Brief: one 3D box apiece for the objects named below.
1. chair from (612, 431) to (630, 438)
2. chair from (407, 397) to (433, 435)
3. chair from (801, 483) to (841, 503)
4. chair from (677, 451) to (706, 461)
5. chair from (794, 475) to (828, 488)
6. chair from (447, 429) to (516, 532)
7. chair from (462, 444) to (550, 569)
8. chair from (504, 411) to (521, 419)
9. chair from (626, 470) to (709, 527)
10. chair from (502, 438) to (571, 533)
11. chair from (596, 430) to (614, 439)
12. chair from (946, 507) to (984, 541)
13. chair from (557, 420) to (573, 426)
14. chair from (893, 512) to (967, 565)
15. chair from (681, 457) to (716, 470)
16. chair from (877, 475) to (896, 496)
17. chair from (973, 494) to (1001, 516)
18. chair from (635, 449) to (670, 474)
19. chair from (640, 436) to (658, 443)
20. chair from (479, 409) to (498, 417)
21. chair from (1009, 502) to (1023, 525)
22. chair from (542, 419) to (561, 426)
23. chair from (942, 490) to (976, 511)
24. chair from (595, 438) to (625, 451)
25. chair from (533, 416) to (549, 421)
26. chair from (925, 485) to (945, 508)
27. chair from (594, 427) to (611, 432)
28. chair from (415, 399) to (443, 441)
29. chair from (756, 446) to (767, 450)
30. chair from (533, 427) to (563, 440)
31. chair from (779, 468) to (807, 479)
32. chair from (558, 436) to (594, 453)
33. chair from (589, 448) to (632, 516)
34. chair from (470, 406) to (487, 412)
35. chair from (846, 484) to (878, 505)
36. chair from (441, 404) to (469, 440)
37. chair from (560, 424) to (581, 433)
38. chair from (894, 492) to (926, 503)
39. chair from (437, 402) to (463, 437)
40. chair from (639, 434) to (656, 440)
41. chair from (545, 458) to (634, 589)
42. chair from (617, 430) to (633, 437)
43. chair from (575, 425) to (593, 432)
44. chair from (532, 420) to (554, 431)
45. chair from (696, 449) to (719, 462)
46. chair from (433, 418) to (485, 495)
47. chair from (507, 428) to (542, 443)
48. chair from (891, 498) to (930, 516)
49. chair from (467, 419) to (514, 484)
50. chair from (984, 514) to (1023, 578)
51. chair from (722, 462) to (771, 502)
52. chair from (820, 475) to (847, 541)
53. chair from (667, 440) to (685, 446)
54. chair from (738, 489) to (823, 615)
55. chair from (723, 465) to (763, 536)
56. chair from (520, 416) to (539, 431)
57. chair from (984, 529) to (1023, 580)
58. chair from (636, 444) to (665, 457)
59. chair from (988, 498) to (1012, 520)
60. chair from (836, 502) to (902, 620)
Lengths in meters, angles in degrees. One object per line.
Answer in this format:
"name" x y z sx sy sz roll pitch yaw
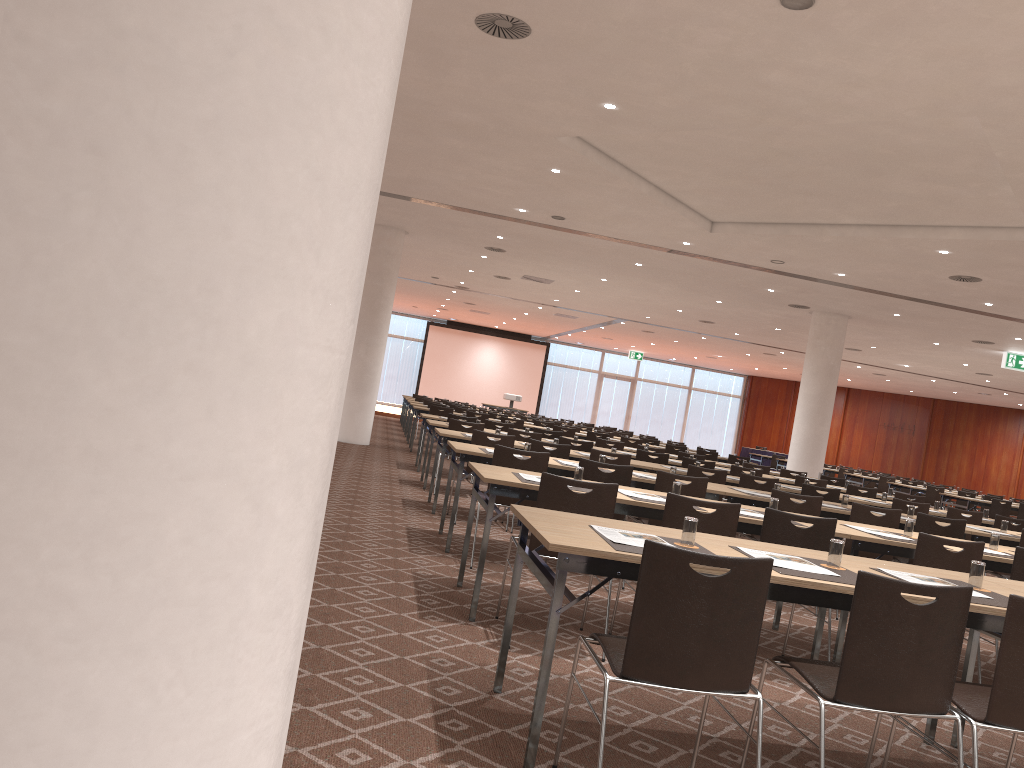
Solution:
"chair" 2.480 1.597 21.033 0.536 0.939 0.613 10 0 -7
"chair" -2.287 0.808 22.270 0.536 0.939 0.613 10 0 -7
"chair" 3.135 1.528 9.429 0.536 0.939 0.613 10 0 -9
"chair" 2.596 1.499 13.470 0.536 0.939 0.613 10 0 -11
"chair" 3.780 1.671 11.623 0.536 0.939 0.613 10 0 -7
"chair" -0.283 0.941 8.958 0.536 0.939 0.613 10 0 -11
"chair" -0.021 0.954 6.940 0.536 0.939 0.613 10 0 -9
"chair" -0.077 1.188 22.598 0.536 0.939 0.613 10 0 -7
"chair" 1.254 1.174 7.206 0.536 0.939 0.613 10 0 -11
"chair" 0.278 1.037 9.006 0.536 0.939 0.613 10 0 -9
"chair" 1.852 1.458 18.918 0.536 0.939 0.613 10 0 -11
"chair" 4.805 1.816 9.754 0.536 0.939 0.613 10 0 -10
"chair" 1.247 1.417 22.871 0.536 0.939 0.613 10 0 -11
"chair" 3.464 1.553 7.491 0.536 0.939 0.613 10 0 -5
"chair" 2.259 1.409 11.321 0.536 0.939 0.613 10 0 -8
"chair" 9.174 2.748 22.041 0.536 0.939 0.613 10 0 -9
"chair" 10.740 2.985 20.192 0.536 0.939 0.613 10 0 -9
"chair" 1.671 1.309 11.311 0.536 0.939 0.613 10 0 -11
"chair" 3.140 1.709 21.053 0.536 0.939 0.613 10 0 -6
"chair" -0.645 1.059 20.492 0.536 0.939 0.613 10 0 -11
"chair" 10.386 2.892 18.118 0.536 0.939 0.613 10 0 -7
"chair" 0.831 1.314 20.788 0.536 0.939 0.613 10 0 -8
"chair" 10.098 2.873 20.015 0.536 0.939 0.613 10 0 -6
"chair" 1.355 1.285 13.208 0.536 0.939 0.613 10 0 -6
"chair" 0.635 1.311 22.738 0.536 0.939 0.613 10 0 -10
"chair" 9.417 2.758 20.056 0.536 0.939 0.613 10 0 -7
"chair" 2.228 1.584 22.939 0.536 0.939 0.613 10 0 -8
"chair" -1.905 0.843 20.383 0.536 0.939 0.613 10 0 -11
"chair" 9.143 2.776 32.511 0.536 0.939 0.613 10 0 -8
"chair" 0.438 1.128 13.150 0.536 0.939 0.613 10 0 -7
"chair" 4.196 1.774 13.664 0.536 0.939 0.613 10 0 -9
"chair" 0.703 1.141 11.090 0.536 0.939 0.613 10 0 -6
"chair" 0.904 1.145 9.176 0.536 0.939 0.613 10 0 -11
"chair" -0.935 1.041 22.506 0.536 0.939 0.613 10 0 -6
"chair" 4.434 1.782 11.643 0.536 0.939 0.613 10 0 -11
"chair" -1.296 0.948 20.431 0.536 0.939 0.613 10 0 -5
"chair" 1.130 1.333 18.769 0.536 0.939 0.613 10 0 -9
"chair" 5.122 1.901 11.780 0.536 0.939 0.613 10 0 -8
"chair" -1.548 0.936 22.458 0.536 0.939 0.613 10 0 -8
"chair" 3.414 1.788 23.115 0.536 0.939 0.613 10 0 -7
"chair" 0.642 1.068 7.073 0.536 0.939 0.613 10 0 -7
"chair" 2.820 1.686 23.062 0.536 0.939 0.613 10 0 -11
"chair" 1.570 1.440 20.820 0.536 0.939 0.613 10 0 -9
"chair" 0.574 1.237 18.651 0.536 0.939 0.613 10 0 -8
"chair" 3.633 1.731 17.083 0.536 0.939 0.613 10 0 -10
"chair" -0.644 0.911 10.968 0.536 0.939 0.613 10 0 -8
"chair" 0.060 1.031 11.030 0.536 0.939 0.613 10 0 -10
"chair" 4.162 1.705 9.616 0.536 0.939 0.613 10 0 -9
"chair" -0.283 1.003 12.965 0.536 0.939 0.613 10 0 -10
"chair" 5.361 1.911 9.794 0.536 0.939 0.613 10 0 -6
"chair" 3.599 1.670 13.540 0.536 0.939 0.613 10 0 -9
"chair" 4.819 1.880 13.721 0.536 0.939 0.613 10 0 -11
"chair" 3.786 1.821 21.184 0.536 0.939 0.613 10 0 -9
"chair" 2.207 1.337 7.305 0.536 0.939 0.613 10 0 -6
"chair" 2.898 1.519 11.450 0.536 0.939 0.613 10 0 -7
"chair" 0.323 1.226 20.671 0.536 0.939 0.613 10 0 -7
"chair" 4.425 1.719 7.676 0.536 0.939 0.613 10 0 -7
"chair" 1.971 1.391 13.334 0.536 0.939 0.613 10 0 -9
"chair" 9.737 2.779 17.940 0.536 0.939 0.613 10 0 -6
"chair" 2.871 1.451 7.368 0.536 0.939 0.613 10 0 -8
